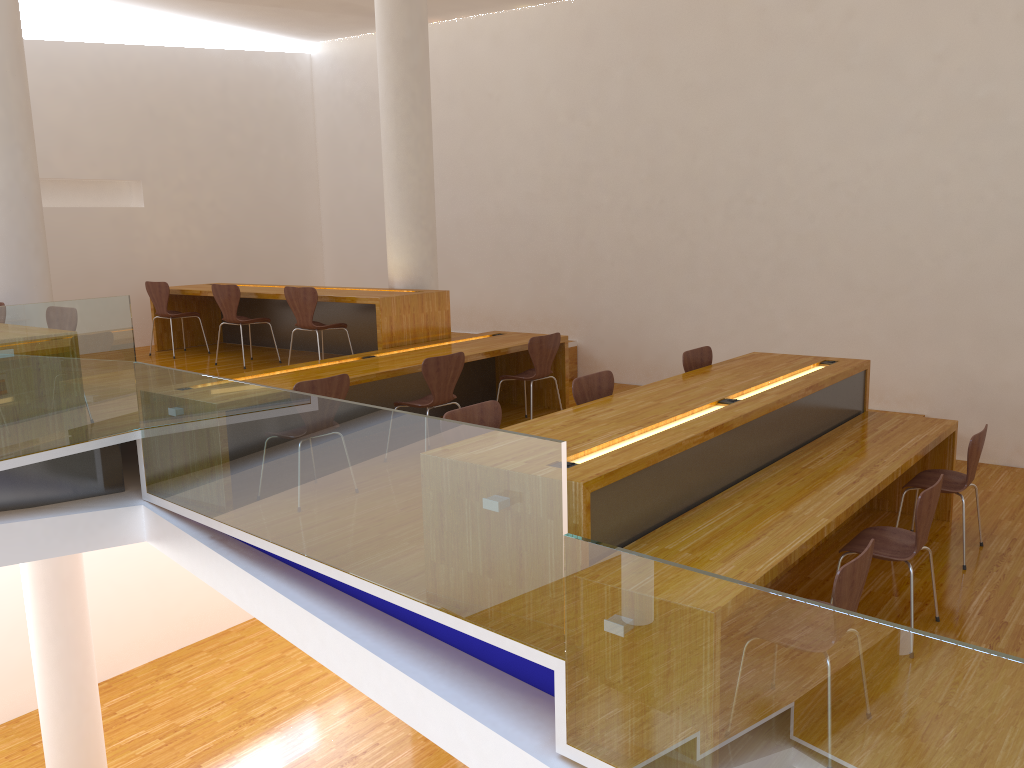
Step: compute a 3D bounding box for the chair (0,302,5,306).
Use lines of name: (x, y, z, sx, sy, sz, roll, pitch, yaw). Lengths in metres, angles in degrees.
chair: (-3.577, -0.184, 5.871, 0.428, 0.693, 0.381, 6, 13, 38)

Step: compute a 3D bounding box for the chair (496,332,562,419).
chair: (0.118, -0.032, 6.590, 0.381, 0.693, 0.428, 6, 13, 38)

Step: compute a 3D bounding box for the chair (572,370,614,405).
chair: (0.565, 0.305, 4.627, 0.381, 0.693, 0.428, 6, 13, 38)

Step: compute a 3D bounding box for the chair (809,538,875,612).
chair: (1.023, 0.883, 3.110, 0.381, 0.693, 0.428, 6, 13, 38)

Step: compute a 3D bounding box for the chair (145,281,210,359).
chair: (-3.111, -0.614, 8.222, 0.428, 0.693, 0.381, 6, 13, 38)

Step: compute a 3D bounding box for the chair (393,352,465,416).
chair: (-0.546, 0.142, 5.706, 0.381, 0.693, 0.428, 6, 13, 38)

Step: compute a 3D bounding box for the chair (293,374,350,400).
chair: (-1.149, 0.290, 4.959, 0.381, 0.693, 0.428, 6, 13, 38)

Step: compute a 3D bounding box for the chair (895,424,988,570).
chair: (2.291, 0.560, 4.740, 0.381, 0.693, 0.428, 6, 13, 38)

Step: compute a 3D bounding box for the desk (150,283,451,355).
desk: (-1.974, -0.533, 7.824, 3.185, 0.606, 0.760, 6, 13, 38)

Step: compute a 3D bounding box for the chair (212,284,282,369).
chair: (-2.258, -0.508, 7.505, 0.428, 0.693, 0.381, 6, 13, 38)

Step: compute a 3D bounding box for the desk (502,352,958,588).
desk: (1.133, 0.540, 4.391, 1.285, 0.918, 3.236, 6, 13, 38)

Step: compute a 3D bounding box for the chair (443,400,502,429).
chair: (-0.037, 0.453, 3.880, 0.381, 0.693, 0.428, 6, 13, 38)

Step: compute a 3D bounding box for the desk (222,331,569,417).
desk: (-0.828, 0.122, 6.137, 0.760, 0.606, 3.185, 6, 13, 38)

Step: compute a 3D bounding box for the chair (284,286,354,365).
chair: (-1.497, -0.422, 6.908, 0.428, 0.693, 0.381, 6, 13, 38)

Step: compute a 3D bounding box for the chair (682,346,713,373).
chair: (1.290, 0.137, 5.464, 0.381, 0.693, 0.428, 6, 13, 38)

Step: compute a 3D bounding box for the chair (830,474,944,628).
chair: (1.626, 0.734, 3.857, 0.381, 0.693, 0.428, 6, 13, 38)
